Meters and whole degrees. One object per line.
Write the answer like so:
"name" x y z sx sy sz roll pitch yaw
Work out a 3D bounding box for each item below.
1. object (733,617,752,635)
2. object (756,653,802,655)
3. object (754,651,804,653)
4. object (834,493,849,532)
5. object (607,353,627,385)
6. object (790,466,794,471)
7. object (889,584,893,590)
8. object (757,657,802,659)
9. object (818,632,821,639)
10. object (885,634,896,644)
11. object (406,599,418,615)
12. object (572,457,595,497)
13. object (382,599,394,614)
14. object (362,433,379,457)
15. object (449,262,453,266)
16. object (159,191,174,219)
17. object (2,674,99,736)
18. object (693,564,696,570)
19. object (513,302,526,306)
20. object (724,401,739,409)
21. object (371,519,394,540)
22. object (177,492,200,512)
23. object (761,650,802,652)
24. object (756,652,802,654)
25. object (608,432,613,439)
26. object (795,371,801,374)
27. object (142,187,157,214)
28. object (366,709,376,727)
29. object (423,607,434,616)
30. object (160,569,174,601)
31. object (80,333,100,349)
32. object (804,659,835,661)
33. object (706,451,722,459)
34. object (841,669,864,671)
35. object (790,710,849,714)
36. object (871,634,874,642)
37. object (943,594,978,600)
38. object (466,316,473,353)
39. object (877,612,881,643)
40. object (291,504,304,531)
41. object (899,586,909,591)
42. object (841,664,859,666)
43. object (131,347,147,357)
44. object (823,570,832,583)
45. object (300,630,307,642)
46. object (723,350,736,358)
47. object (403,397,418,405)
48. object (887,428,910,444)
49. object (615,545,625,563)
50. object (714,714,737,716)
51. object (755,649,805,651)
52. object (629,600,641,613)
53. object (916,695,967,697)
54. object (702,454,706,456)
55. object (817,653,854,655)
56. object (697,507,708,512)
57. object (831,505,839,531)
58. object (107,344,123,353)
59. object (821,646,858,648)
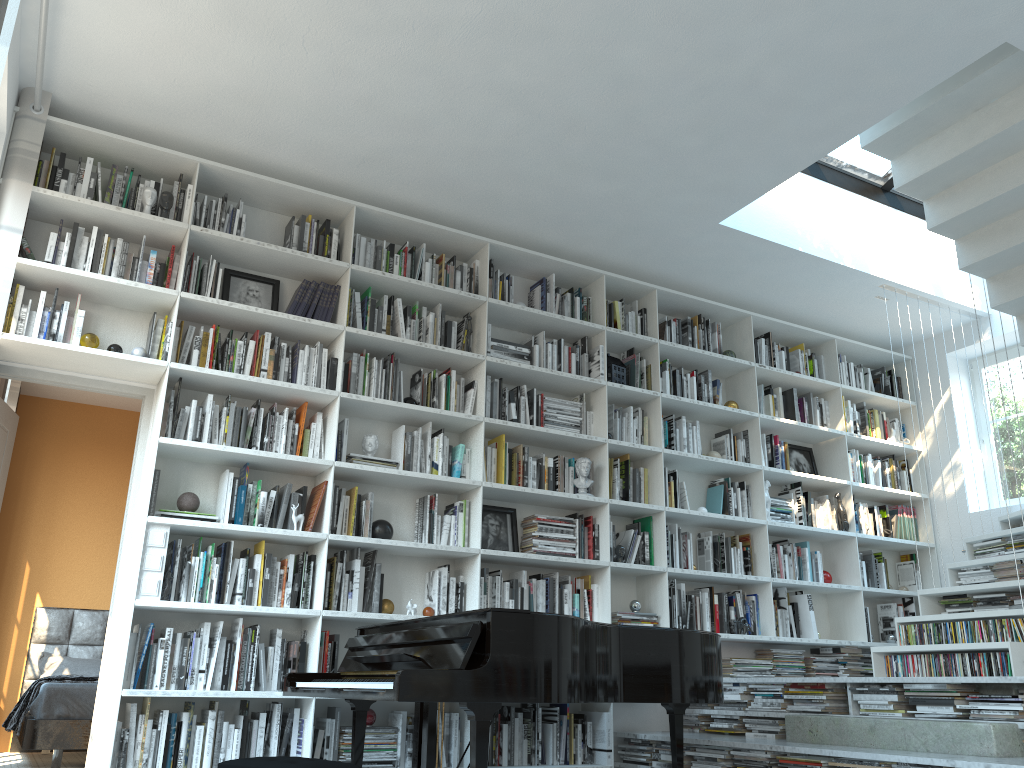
"object" 1.438 1.508 5.522 0.161 0.113 0.065 17 -24 -39
"object" 1.756 1.777 5.835 0.254 0.005 0.161 11 -21 -27
"object" 1.756 1.767 5.839 0.285 0.005 0.160 11 -21 -27
"object" 2.326 0.915 6.262 0.087 0.287 0.075 -1 -19 6
"object" 0.643 -0.070 5.686 0.135 0.247 0.136 15 -23 -36
"object" 1.951 0.625 6.272 0.091 0.092 0.092 -6 -20 19
"object" 2.734 1.491 6.460 0.071 0.072 0.072 -6 -20 19
"object" 1.753 1.802 5.825 0.254 0.005 0.161 11 -21 -27
"object" 2.056 1.710 6.015 0.071 0.072 0.072 -6 -20 19
"object" 2.657 1.792 6.220 0.071 0.072 0.072 -6 -20 19
"object" -0.520 1.165 4.604 0.060 0.094 0.078 5 -19 -11
"object" 0.420 0.562 5.274 0.138 0.243 0.138 -8 -21 25
"object" -0.657 1.163 4.605 0.091 0.091 0.091 -14 -24 37
"object" -0.769 0.338 4.819 0.095 0.156 0.121 6 -19 -14
"object" -0.397 -0.595 5.340 0.010 0.246 0.157 11 -21 -27
"object" -1.747 -0.881 4.467 0.067 0.197 0.068 -3 -19 13
"object" -3.042 2.384 6.811 1.482 0.538 1.454 11 -22 -28
"object" 1.136 1.177 5.637 0.071 0.072 0.072 -6 -20 19
"object" 0.041 -0.458 5.497 0.105 0.105 0.105 -14 -24 37
"object" 1.507 0.164 6.096 0.100 0.101 0.101 -14 -24 37
"object" -0.694 0.784 4.693 0.133 0.135 0.134 -6 -20 19
"object" -1.555 0.572 4.259 0.105 0.106 0.105 -14 -24 37
"object" 1.758 1.761 5.838 0.254 0.005 0.161 11 -21 -26
"object" 1.756 1.772 5.837 0.254 0.005 0.161 11 -21 -27
"object" 0.588 0.335 5.488 0.071 0.072 0.072 -6 -20 19
"object" 2.089 -0.057 6.499 0.071 0.072 0.072 -6 -20 19
"object" -1.818 -0.895 4.430 0.067 0.197 0.068 -3 -19 13
"object" -0.714 1.648 4.382 0.086 0.087 0.086 -14 -24 37
"object" -0.440 1.204 4.667 0.061 0.062 0.062 -6 -20 19
"object" -1.559 0.912 4.003 0.045 0.146 0.045 -2 -19 9
"object" -1.998 -0.199 4.196 0.087 0.087 0.087 -6 -20 19
"object" 2.078 1.873 5.994 0.328 0.008 0.208 11 -21 -27
"object" 1.362 0.509 5.998 0.111 0.112 0.112 -14 -24 37
"object" 2.229 1.939 6.007 0.132 0.007 0.294 10 -21 -24
"object" 1.603 1.711 4.622 0.145 0.010 0.267 13 -22 -31
"object" 2.456 1.752 6.116 0.071 0.072 0.072 -6 -20 19
"object" 2.721 1.286 5.343 0.161 0.025 0.175 10 -21 -23
"object" -0.243 -0.273 5.153 0.075 0.254 0.075 -14 -24 38
"object" 2.665 1.747 6.335 0.008 0.231 0.101 11 -21 -27
"object" -1.056 0.659 4.355 0.044 0.139 0.082 -17 -25 42
"object" 2.914 1.541 6.597 0.071 0.072 0.072 -6 -20 19
"object" 2.235 1.909 6.020 0.134 0.015 0.199 11 -21 -27
"object" -1.818 -0.146 4.319 0.071 0.072 0.072 -14 -24 37
"object" 2.165 1.356 6.166 0.115 0.116 0.115 -14 -24 37
"object" -1.038 1.361 4.360 0.017 0.289 0.089 11 -21 -27
"object" 1.516 -0.186 6.207 0.104 0.105 0.104 -6 -20 19
"object" -0.576 0.121 4.953 0.097 0.098 0.097 -6 -20 19
"object" 2.947 0.415 6.803 0.203 0.136 0.095 5 -19 -12
"object" 0.639 1.005 5.229 0.054 0.113 0.079 11 -21 -28
"object" 1.285 1.904 5.104 0.131 0.007 0.215 13 -22 -31
"object" 1.762 1.753 5.832 0.285 0.005 0.160 9 -21 -22
"object" 0.731 1.316 5.254 0.071 0.072 0.072 -6 -20 19
"object" 1.971 1.422 4.035 0.142 0.006 0.204 12 -22 -29
"object" 1.273 0.503 5.920 0.068 0.068 0.068 -14 -24 37
"object" 2.225 1.841 6.037 0.141 0.005 0.260 10 -21 -23
"object" 1.235 0.834 5.764 0.071 0.072 0.072 -6 -20 19
"object" 2.260 0.988 6.366 0.022 0.211 0.179 11 -21 -27
"object" -1.920 -0.158 4.287 0.071 0.072 0.072 -14 -24 37
"object" 2.237 1.800 6.057 0.130 0.015 0.210 12 -22 -28
